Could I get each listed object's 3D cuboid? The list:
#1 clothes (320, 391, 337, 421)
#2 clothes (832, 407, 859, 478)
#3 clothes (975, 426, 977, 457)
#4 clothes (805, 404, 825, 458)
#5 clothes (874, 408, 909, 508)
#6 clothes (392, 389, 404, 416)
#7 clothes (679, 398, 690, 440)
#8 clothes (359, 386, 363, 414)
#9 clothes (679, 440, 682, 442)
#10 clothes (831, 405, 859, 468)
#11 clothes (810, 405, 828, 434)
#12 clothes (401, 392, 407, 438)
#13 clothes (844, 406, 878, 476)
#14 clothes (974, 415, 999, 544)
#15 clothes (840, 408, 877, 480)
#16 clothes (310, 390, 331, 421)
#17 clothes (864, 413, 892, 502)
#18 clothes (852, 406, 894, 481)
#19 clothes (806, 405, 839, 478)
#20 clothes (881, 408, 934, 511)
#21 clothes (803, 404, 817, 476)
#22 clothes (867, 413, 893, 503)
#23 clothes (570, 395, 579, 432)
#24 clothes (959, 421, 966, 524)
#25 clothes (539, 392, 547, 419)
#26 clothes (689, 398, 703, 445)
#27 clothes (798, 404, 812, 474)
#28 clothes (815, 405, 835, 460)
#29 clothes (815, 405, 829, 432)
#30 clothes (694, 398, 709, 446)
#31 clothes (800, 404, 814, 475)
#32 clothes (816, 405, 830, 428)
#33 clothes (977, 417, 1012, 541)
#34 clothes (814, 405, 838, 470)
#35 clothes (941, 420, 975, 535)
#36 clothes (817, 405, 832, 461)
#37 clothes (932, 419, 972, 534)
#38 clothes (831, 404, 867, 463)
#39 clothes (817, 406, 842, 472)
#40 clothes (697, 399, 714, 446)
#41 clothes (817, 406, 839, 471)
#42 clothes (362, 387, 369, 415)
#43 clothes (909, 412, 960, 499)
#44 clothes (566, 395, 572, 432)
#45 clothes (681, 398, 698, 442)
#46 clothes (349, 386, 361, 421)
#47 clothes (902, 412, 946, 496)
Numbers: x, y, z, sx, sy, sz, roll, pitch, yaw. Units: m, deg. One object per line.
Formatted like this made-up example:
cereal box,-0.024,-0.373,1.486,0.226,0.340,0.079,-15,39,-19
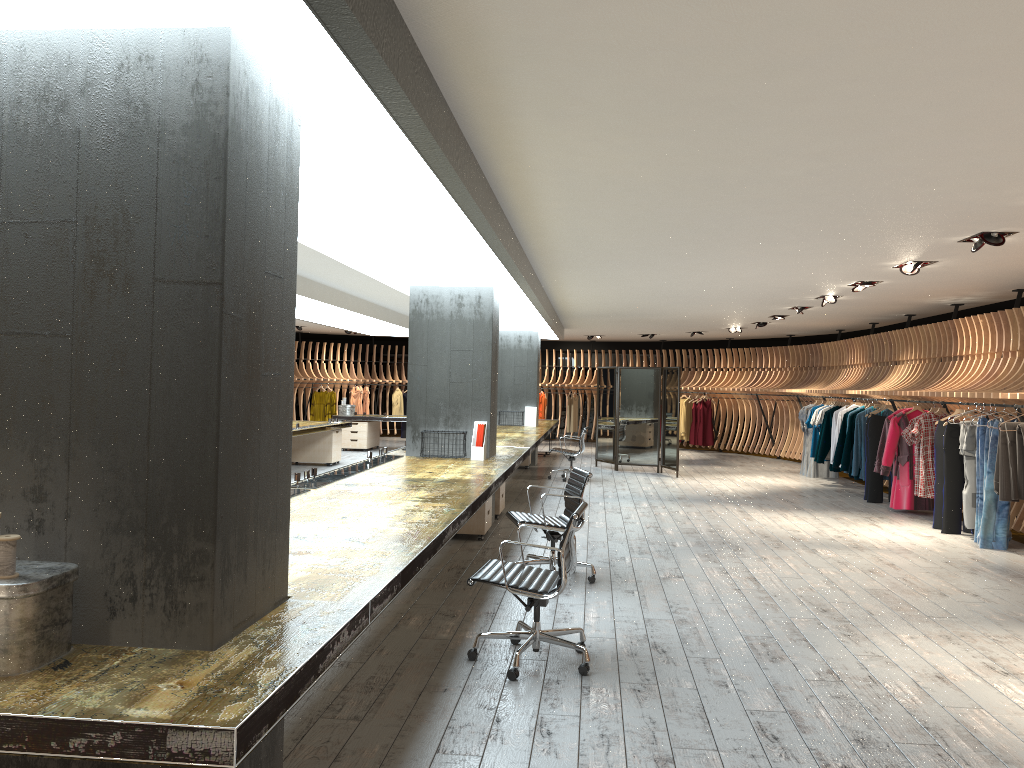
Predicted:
clothes,-4.773,0.685,22.878,0.665,1.045,0.168,1,-1,36
clothes,5.331,0.886,13.430,0.913,1.082,0.238,1,-1,10
clothes,4.960,0.967,9.287,0.273,1.143,0.170,2,-1,-37
clothes,5.451,0.835,15.337,0.738,0.971,0.167,1,-1,14
clothes,5.151,0.960,11.535,0.840,1.312,0.321,1,-1,4
clothes,-3.077,0.566,23.762,0.250,0.890,0.705,2,-1,-34
clothes,4.205,0.861,21.655,0.777,1.053,0.151,1,-1,6
clothes,-4.014,0.640,23.363,0.125,1.156,0.447,2,-1,-25
clothes,4.003,0.897,21.891,0.443,1.129,0.127,2,-1,-33
clothes,5.406,0.870,13.950,0.733,1.106,0.165,1,-1,10
clothes,5.494,0.821,15.189,0.743,0.931,0.158,1,-1,10
clothes,-2.785,0.900,23.847,0.539,1.353,0.087,1,-1,40
clothes,5.324,0.857,13.199,0.715,1.088,0.256,1,-1,1
clothes,4.907,1.094,9.146,0.277,1.543,0.316,1,-1,4
clothes,5.305,0.885,13.076,0.913,1.082,0.238,1,-1,5
clothes,-4.916,0.682,22.763,0.665,1.045,0.168,1,-1,36
clothes,5.243,1.089,12.478,0.539,1.353,0.087,1,-1,30
clothes,5.283,0.856,12.763,0.715,1.088,0.256,1,-1,11
clothes,5.535,1.087,15.775,0.677,1.435,0.203,2,-1,-10
clothes,5.124,0.960,11.247,0.840,1.312,0.321,1,-1,14
clothes,5.549,1.087,15.909,0.677,1.435,0.203,1,-1,20
clothes,5.207,1.088,12.289,0.539,1.353,0.087,1,-1,10
clothes,1.661,0.790,23.597,0.096,0.989,0.465,1,-1,22
clothes,4.936,0.967,9.504,0.273,1.143,0.170,1,-1,38
clothes,0.778,0.643,23.872,0.201,0.881,0.839,2,-1,-15
clothes,4.479,0.908,21.323,0.444,1.129,0.126,2,-1,-23
clothes,5.575,1.088,16.189,0.677,1.435,0.203,1,-1,20
clothes,5.424,0.817,14.737,0.734,0.938,0.164,1,-1,9
clothes,5.521,0.835,15.135,0.743,0.961,0.167,1,-1,-1
clothes,4.581,0.911,21.188,0.444,1.129,0.126,1,-1,2
clothes,5.563,1.088,16.050,0.677,1.435,0.203,1,-1,-5
clothes,5.507,0.818,14.994,0.742,0.939,0.162,1,-1,0
clothes,4.934,0.981,8.998,0.277,1.292,0.316,2,-1,-31
clothes,5.437,0.892,14.576,0.913,1.082,0.238,1,-1,5
clothes,4.986,1.081,9.702,0.539,1.353,0.087,1,-1,5
clothes,5.456,0.833,14.921,0.742,0.950,0.167,2,-1,-11
clothes,4.987,1.081,9.906,0.539,1.353,0.087,1,-1,45
clothes,5.332,0.868,13.766,0.733,1.106,0.165,1,-1,5
clothes,5.418,0.891,14.367,0.913,1.082,0.238,1,-1,10
clothes,4.623,0.912,21.104,0.444,1.129,0.126,2,-1,-23
clothes,5.433,0.892,14.453,0.913,1.082,0.238,1,-1,5
clothes,-3.866,0.644,23.433,0.125,1.156,0.447,2,-1,-30
clothes,5.026,0.844,10.413,0.760,1.030,0.179,1,-1,-9
clothes,1.546,0.787,23.635,0.096,0.989,0.465,1,-1,17
clothes,4.346,0.864,21.485,0.777,1.053,0.151,2,-1,-44
clothes,-4.117,0.638,23.306,0.447,1.156,0.125,1,-1,40
clothes,5.061,0.847,10.633,0.760,1.021,0.187,1,-1,6
